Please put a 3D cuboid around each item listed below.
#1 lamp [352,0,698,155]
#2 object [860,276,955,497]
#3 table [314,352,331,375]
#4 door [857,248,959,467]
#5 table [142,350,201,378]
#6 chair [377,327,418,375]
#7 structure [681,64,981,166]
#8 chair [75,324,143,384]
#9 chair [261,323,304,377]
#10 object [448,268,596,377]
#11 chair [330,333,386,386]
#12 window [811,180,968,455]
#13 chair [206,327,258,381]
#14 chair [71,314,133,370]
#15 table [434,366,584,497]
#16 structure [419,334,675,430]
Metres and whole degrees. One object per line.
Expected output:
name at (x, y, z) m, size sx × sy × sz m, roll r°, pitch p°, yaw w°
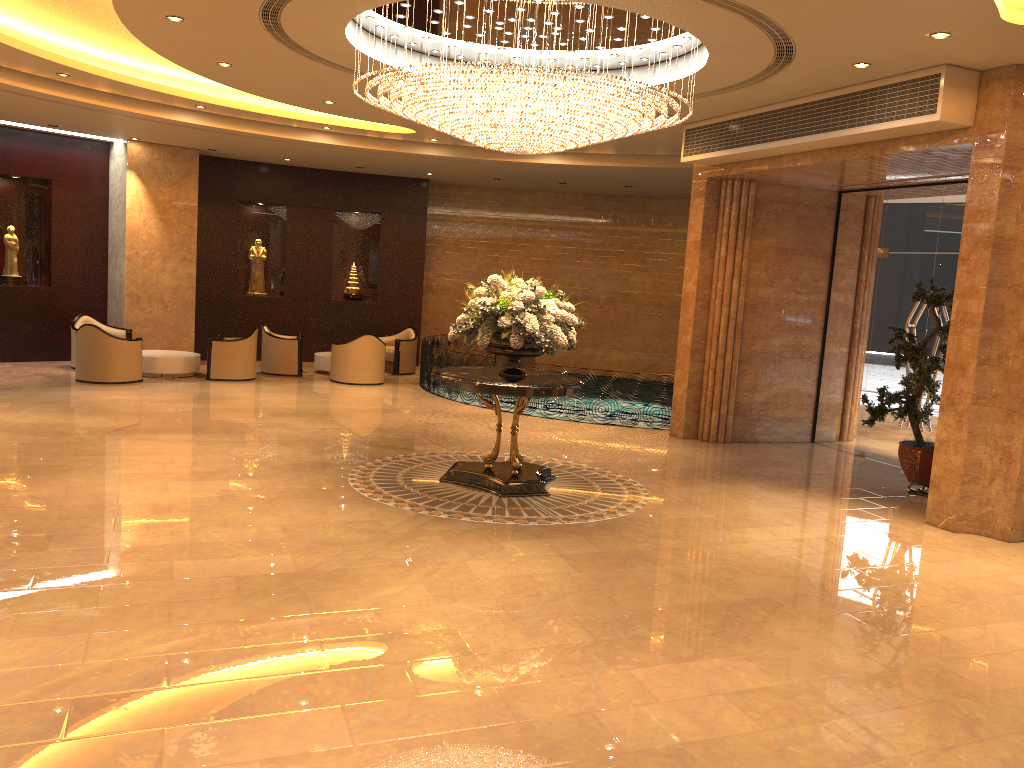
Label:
lamp at (0.110, -2.810, 8.461) m, size 3.206 × 1.196 × 3.204 m, roll 6°, pitch 7°, yaw 14°
object at (4.473, 0.020, 9.708) m, size 1.250 × 2.363 × 0.843 m, roll -2°, pitch 9°, yaw -42°
table at (-3.193, -0.379, 17.051) m, size 1.196 × 0.354 × 1.196 m, roll 4°, pitch 7°, yaw 4°
door at (5.080, -0.290, 10.951) m, size 0.195 × 2.758 × 1.880 m, roll 1°, pitch 7°, yaw -23°
table at (-5.972, -0.345, 15.193) m, size 1.196 × 0.354 × 1.196 m, roll 4°, pitch 7°, yaw 3°
chair at (-2.322, -0.696, 17.833) m, size 0.951 × 0.916 × 0.769 m, roll 10°, pitch 9°, yaw 42°
structure at (3.209, -2.854, 9.788) m, size 0.425 × 0.483 × 4.113 m, roll 1°, pitch 7°, yaw -23°
chair at (-6.381, -0.500, 13.898) m, size 0.951 × 0.916 × 0.769 m, roll 5°, pitch 7°, yaw 12°
chair at (-4.240, -0.654, 16.390) m, size 0.769 × 0.916 × 0.951 m, roll 2°, pitch 7°, yaw -13°
object at (0.038, -0.580, 8.733) m, size 1.277 × 0.999 × 1.318 m, roll 5°, pitch 7°, yaw 7°
chair at (-2.690, -0.474, 15.783) m, size 0.951 × 0.916 × 0.769 m, roll 0°, pitch 8°, yaw -28°
window at (5.106, -0.664, 10.907) m, size 0.047 × 3.571 × 3.515 m, roll 1°, pitch 7°, yaw -23°
chair at (-4.779, -0.553, 15.245) m, size 0.769 × 0.916 × 0.951 m, roll 3°, pitch 7°, yaw -8°
chair at (-7.171, -0.730, 15.357) m, size 0.769 × 0.916 × 0.951 m, roll 7°, pitch 8°, yaw 27°
table at (-0.062, 0.448, 8.878) m, size 1.493 × 1.089 × 1.493 m, roll 0°, pitch 8°, yaw -29°
structure at (0.174, -0.215, 16.484) m, size 3.815 × 0.995 × 7.624 m, roll 3°, pitch 7°, yaw -5°
